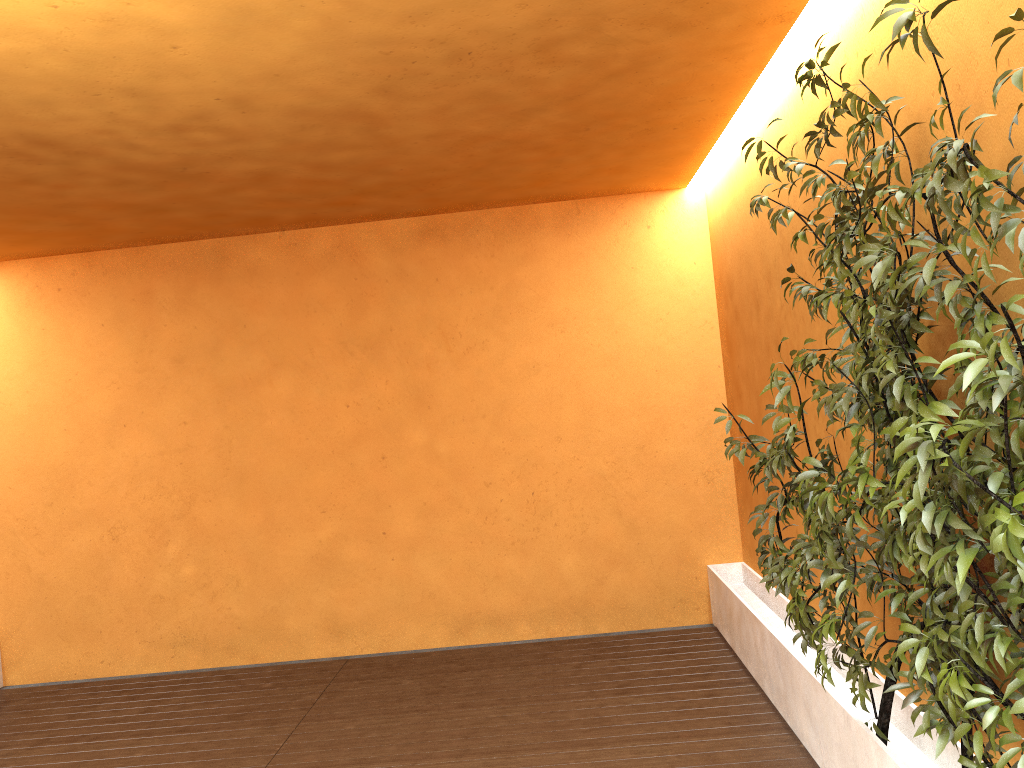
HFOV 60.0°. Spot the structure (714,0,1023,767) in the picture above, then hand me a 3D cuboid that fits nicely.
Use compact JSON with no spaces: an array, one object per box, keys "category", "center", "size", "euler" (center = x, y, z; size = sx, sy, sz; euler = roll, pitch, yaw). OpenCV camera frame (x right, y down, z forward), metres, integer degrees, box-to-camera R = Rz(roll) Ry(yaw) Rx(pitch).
[{"category":"structure","center":[1.024,0.071,2.046],"size":[0.622,2.483,3.166],"euler":[-6,-1,1]}]
